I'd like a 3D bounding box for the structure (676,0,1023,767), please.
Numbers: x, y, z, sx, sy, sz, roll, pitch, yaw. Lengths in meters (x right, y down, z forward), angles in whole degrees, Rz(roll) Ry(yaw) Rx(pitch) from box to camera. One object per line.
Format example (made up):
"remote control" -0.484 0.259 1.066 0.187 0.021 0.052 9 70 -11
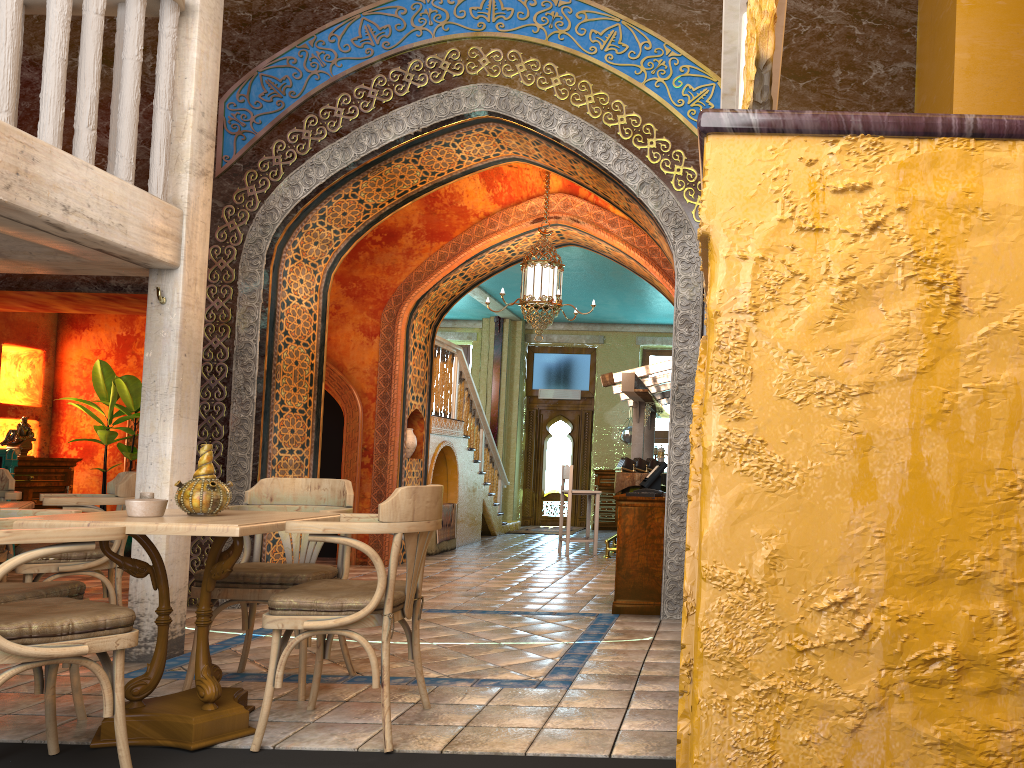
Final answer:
"structure" 2.025 0.264 4.814 1.790 3.139 6.643 1 -5 13

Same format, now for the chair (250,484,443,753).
"chair" -0.727 1.072 4.108 0.703 1.178 0.777 2 -3 2

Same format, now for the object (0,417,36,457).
"object" -5.688 0.606 9.812 0.167 0.469 0.351 1 -3 13

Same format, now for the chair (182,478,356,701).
"chair" -1.330 1.133 4.878 0.773 1.178 0.707 2 -3 5

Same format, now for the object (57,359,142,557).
"object" -4.736 0.975 10.393 1.065 2.421 1.346 0 -3 32

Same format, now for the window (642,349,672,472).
"window" 3.536 0.958 18.578 1.524 3.417 0.089 2 -2 0

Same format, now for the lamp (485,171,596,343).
"lamp" 0.365 -1.657 9.829 1.271 2.364 1.146 2 -3 7

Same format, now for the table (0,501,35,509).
"table" -3.672 1.224 5.292 1.106 0.948 0.893 4 -4 -28

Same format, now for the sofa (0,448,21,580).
"sofa" -5.915 1.203 7.467 1.142 1.369 2.552 1 -5 11

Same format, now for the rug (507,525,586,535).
"rug" 0.762 2.987 17.468 1.283 0.039 2.463 0 -6 11

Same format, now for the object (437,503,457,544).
"object" -1.007 2.032 12.496 0.147 0.555 0.908 1 -4 13

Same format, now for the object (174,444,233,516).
"object" -1.451 0.452 4.022 0.220 0.335 0.244 1 -3 16

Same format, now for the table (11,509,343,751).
"table" -1.540 1.122 4.009 1.039 1.003 1.076 1 -4 7

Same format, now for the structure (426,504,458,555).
"structure" -1.015 2.121 12.509 0.106 0.687 1.041 1 -4 14

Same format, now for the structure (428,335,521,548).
"structure" -1.326 1.150 14.677 1.751 3.140 6.039 1 -5 13

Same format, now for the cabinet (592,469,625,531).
"cabinet" 2.283 2.476 18.089 1.106 1.303 0.623 2 -3 4

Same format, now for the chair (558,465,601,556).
"chair" 1.021 1.886 12.802 0.536 1.335 0.467 3 -2 -18

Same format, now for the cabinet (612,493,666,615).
"cabinet" 1.283 1.592 8.184 0.480 1.052 1.535 1 -4 13

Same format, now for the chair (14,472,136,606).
"chair" -2.923 1.181 5.767 0.779 1.178 0.692 4 -3 -34

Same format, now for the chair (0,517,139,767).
"chair" -1.929 0.957 3.235 0.696 1.178 0.776 0 -4 36

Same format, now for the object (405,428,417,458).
"object" -1.386 0.780 11.223 0.232 0.384 0.272 0 -3 25

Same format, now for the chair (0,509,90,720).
"chair" -2.422 1.000 3.792 0.703 1.178 0.777 2 -3 2

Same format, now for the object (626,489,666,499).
"object" 1.205 0.984 7.650 0.371 0.086 0.350 -1 -6 22

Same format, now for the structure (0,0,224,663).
"structure" -7.630 -1.809 2.235 9.706 6.483 7.026 1 -4 5

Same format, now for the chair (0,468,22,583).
"chair" -3.941 1.174 5.949 0.867 1.178 0.623 4 -3 -29

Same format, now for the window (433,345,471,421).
"window" -1.754 0.830 18.599 1.524 3.417 0.089 2 -2 0

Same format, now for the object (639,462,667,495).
"object" 1.337 0.896 8.111 0.257 0.317 0.452 2 -4 1

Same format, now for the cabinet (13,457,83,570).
"cabinet" -5.742 1.454 9.642 0.600 1.257 1.510 1 -4 12
